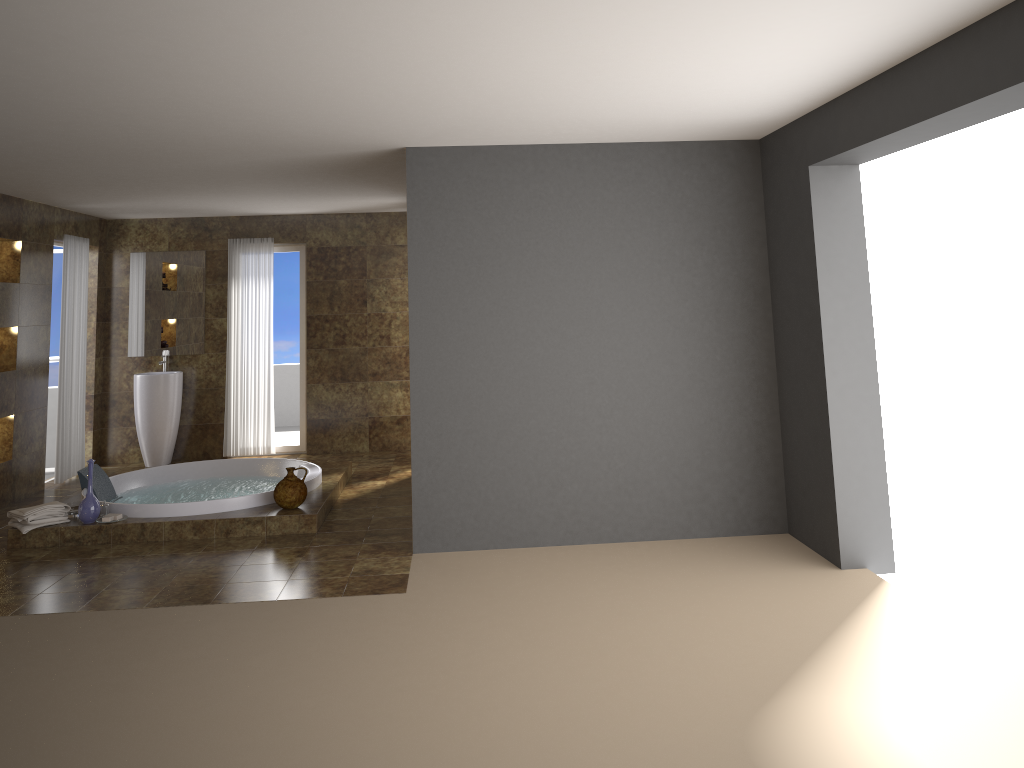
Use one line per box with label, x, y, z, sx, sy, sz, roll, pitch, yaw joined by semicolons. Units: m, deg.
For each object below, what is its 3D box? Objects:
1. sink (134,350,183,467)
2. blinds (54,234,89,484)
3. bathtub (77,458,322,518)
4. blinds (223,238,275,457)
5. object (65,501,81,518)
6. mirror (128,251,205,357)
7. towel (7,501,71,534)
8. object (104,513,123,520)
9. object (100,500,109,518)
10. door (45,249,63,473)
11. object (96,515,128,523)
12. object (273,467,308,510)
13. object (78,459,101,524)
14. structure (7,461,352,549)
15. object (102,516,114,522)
sink;-3.554;0.241;8.665;0.459;1.152;0.428;-2;-6;-1
blinds;-4.123;-0.272;8.149;0.068;2.308;0.587;-1;-7;-4
bathtub;-2.374;0.878;6.719;1.742;0.529;1.748;0;5;27
blinds;-2.727;-0.405;8.995;0.519;2.296;0.066;-1;-8;-4
object;-3.039;0.873;6.027;0.170;0.076;0.168;-3;3;-22
mirror;-3.604;-0.844;9.028;0.768;1.107;0.008;-2;-8;-4
towel;-3.180;0.882;5.813;0.337;0.152;0.321;1;4;41
object;-2.681;0.894;5.810;0.100;0.033;0.061;-1;3;11
object;-2.790;0.855;5.917;0.057;0.117;0.057;3;-7;-41
door;-4.858;-0.235;8.562;0.962;2.258;0.039;-1;-8;-14
object;-2.683;0.911;5.797;0.190;0.019;0.188;-3;5;-15
object;-1.542;0.723;6.019;0.230;0.278;0.227;0;-3;-32
object;-2.837;0.716;5.809;0.136;0.426;0.133;-2;-6;4
structure;-2.373;0.886;6.719;2.005;0.125;1.993;-2;5;-4
object;-2.684;0.897;5.740;0.053;0.034;0.073;-2;3;-3
